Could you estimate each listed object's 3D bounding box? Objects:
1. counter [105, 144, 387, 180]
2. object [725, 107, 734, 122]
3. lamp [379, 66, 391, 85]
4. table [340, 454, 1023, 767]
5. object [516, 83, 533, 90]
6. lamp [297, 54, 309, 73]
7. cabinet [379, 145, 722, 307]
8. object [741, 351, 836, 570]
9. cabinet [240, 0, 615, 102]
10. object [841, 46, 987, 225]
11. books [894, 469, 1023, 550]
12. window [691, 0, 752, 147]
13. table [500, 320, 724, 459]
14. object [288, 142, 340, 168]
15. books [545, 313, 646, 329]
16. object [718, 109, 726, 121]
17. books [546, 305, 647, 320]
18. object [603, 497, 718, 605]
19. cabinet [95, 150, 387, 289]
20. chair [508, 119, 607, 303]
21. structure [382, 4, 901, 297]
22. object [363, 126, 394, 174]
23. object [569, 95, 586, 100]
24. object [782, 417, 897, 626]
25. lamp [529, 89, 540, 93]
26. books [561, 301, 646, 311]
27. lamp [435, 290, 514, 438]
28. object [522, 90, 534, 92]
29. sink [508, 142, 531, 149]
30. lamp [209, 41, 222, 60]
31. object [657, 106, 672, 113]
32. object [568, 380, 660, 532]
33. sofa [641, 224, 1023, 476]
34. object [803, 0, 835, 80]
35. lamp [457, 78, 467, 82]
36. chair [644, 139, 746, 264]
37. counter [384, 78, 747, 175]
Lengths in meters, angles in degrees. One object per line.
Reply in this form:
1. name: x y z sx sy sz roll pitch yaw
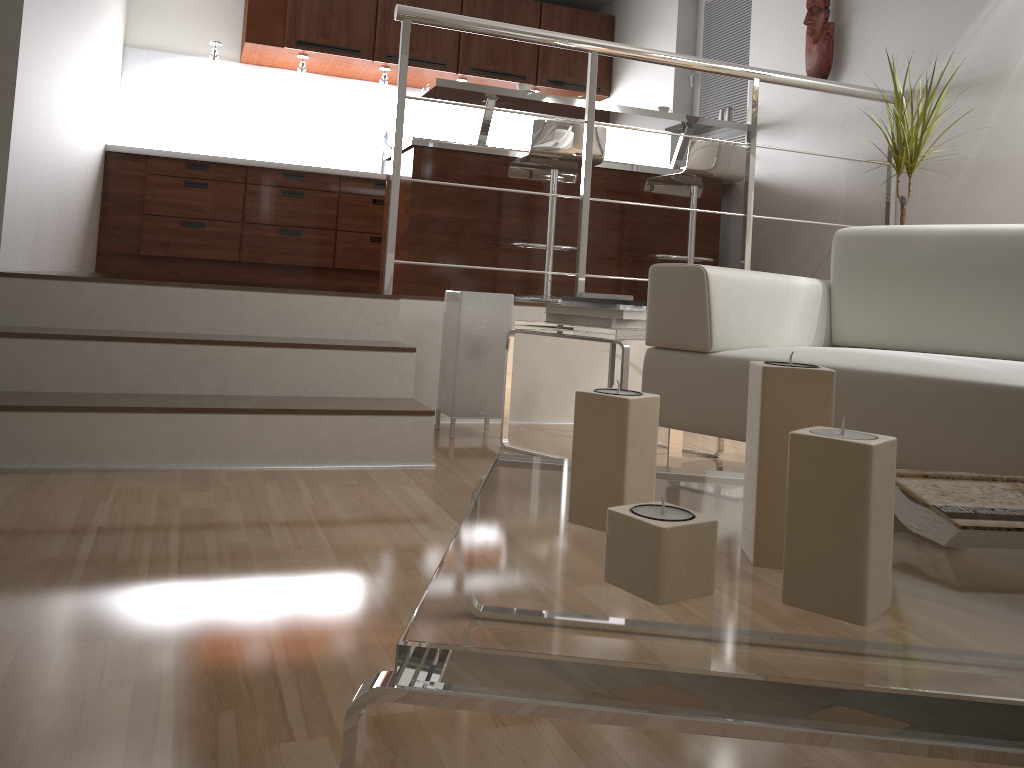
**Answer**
1. counter: -1.684 -1.501 6.165 2.095 0.040 0.685 1 6 -20
2. object: 1.264 -1.548 5.084 0.052 0.112 0.052 5 -2 -37
3. lamp: -0.918 -2.214 6.298 0.080 0.125 0.080 3 -1 19
4. table: 0.307 0.287 0.890 0.795 0.250 0.702 4 5 5
5. object: 0.062 -1.542 4.575 0.079 0.046 0.067 5 3 24
6. lamp: -1.461 -2.227 6.099 0.080 0.125 0.080 3 -1 19
7. cabinet: 0.230 -0.859 5.065 1.841 0.754 0.635 2 1 -20
8. object: 0.260 0.067 0.829 0.067 0.197 0.066 3 -2 5
9. cabinet: -0.597 -2.607 6.617 2.708 0.639 0.653 2 2 -20
10. object: 1.412 -0.493 3.171 0.501 1.482 0.438 4 -2 -8
11. books: 0.531 0.133 1.022 0.203 0.056 0.293 3 6 -6
12. window: 1.382 -1.997 5.538 0.141 1.273 0.844 5 -1 -21
13. table: 0.331 0.016 2.777 0.467 0.402 0.548 6 3 44
14. object: -1.464 -1.662 6.484 0.368 0.242 0.156 2 0 -20
15. books: 0.281 -0.195 2.719 0.226 0.027 0.289 -1 8 -41
16. object: 1.237 -1.554 5.137 0.052 0.110 0.052 5 -2 -37
17. books: 0.283 -0.223 2.720 0.289 0.027 0.226 8 8 39
18. object: 0.123 0.131 0.724 0.067 0.074 0.067 3 1 -35
19. cabinet: -1.053 -1.102 6.385 3.491 0.804 0.682 2 1 -20
20. chair: 0.199 -0.826 4.277 0.387 0.852 0.425 4 -1 -16
21. structure: 0.632 -0.825 3.551 2.315 1.058 0.057 2 -2 -20
22. object: -0.942 -1.726 6.630 0.328 0.407 0.163 3 -2 -20
23. object: 0.389 -1.546 4.792 0.139 0.042 0.130 2 5 -19
24. object: 0.266 0.103 0.709 0.067 0.152 0.066 2 -2 39
25. lamp: 0.167 -2.187 6.698 0.080 0.125 0.080 3 -1 19
26. books: 0.284 -0.243 2.722 0.218 0.014 0.151 8 8 39
27. lamp: -0.126 -0.073 2.976 0.191 0.483 0.198 4 -2 -20
28. object: 0.045 -1.520 4.573 0.129 0.008 0.141 2 6 -18
29. sink: 0.249 -1.596 6.895 0.669 0.581 0.602 3 2 -20
30. lamp: -2.003 -2.240 5.899 0.080 0.125 0.080 3 -1 19
31. object: 0.852 -1.527 4.907 0.079 0.046 0.067 5 3 16
32. object: 0.108 0.071 0.919 0.067 0.151 0.066 2 -2 40
33. sofa: 1.259 0.002 1.833 1.793 0.741 0.902 8 5 44
34. object: 1.567 -1.874 4.447 0.151 0.793 0.149 2 -3 24
35. lamp: -0.376 -2.201 6.498 0.080 0.125 0.080 3 -1 19
36. chair: 0.943 -0.808 4.551 0.385 0.852 0.426 4 -1 -25
37. counter: 0.393 -1.385 5.064 2.095 0.319 0.843 1 5 -20
